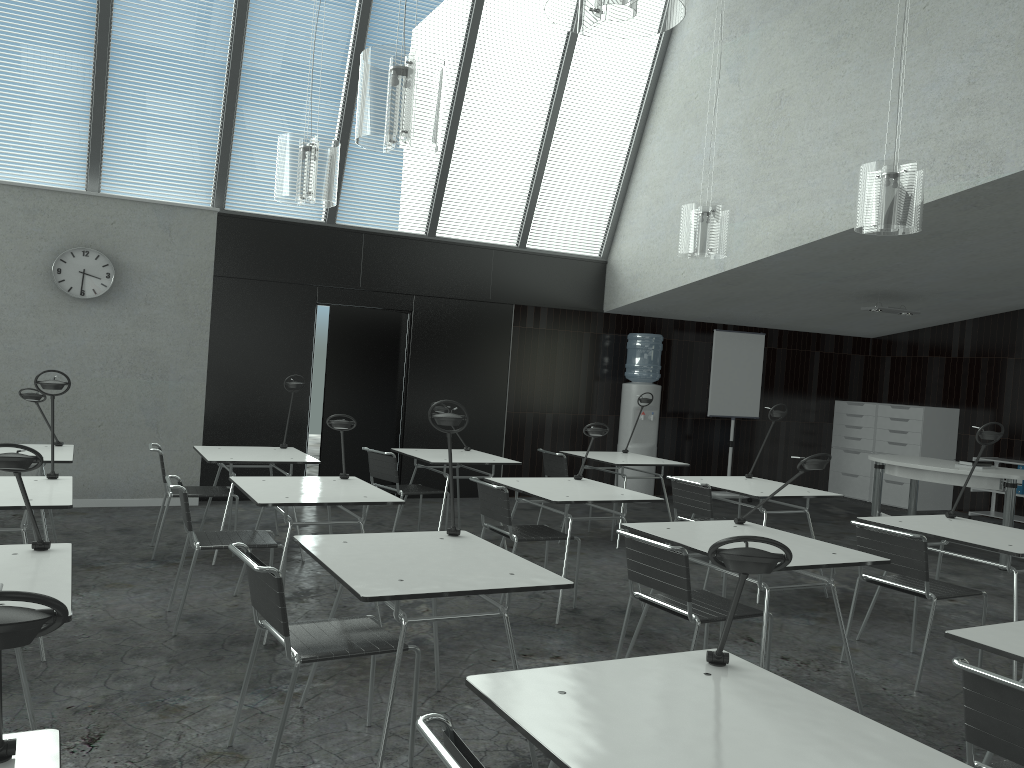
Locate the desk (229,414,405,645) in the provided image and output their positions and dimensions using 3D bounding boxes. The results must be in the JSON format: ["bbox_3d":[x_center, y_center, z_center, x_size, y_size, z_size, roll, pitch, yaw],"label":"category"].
[{"bbox_3d":[-1.027,0.735,4.529,0.700,1.153,0.900,3,1,-26],"label":"desk"}]

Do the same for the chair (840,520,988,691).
[{"bbox_3d":[1.903,1.123,4.197,0.555,0.765,0.428,3,1,-29],"label":"chair"}]

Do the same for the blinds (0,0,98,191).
[{"bbox_3d":[-3.549,-3.211,6.550,0.889,2.949,1.094,3,1,-26],"label":"blinds"}]

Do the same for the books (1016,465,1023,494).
[{"bbox_3d":[5.319,1.096,9.145,0.262,0.320,0.072,3,1,-26],"label":"books"}]

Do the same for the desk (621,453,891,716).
[{"bbox_3d":[0.987,0.879,3.758,0.700,1.153,0.900,3,1,-26],"label":"desk"}]

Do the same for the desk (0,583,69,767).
[{"bbox_3d":[-0.896,0.807,0.979,0.700,1.153,0.900,3,1,-27],"label":"desk"}]

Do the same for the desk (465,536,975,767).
[{"bbox_3d":[0.397,0.879,1.663,0.700,1.153,0.900,3,1,-26],"label":"desk"}]

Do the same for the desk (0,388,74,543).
[{"bbox_3d":[-3.020,0.591,5.305,0.700,1.153,0.900,3,1,-26],"label":"desk"}]

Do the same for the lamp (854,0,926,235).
[{"bbox_3d":[2.227,-2.131,5.067,0.359,2.307,0.350,3,1,-26],"label":"lamp"}]

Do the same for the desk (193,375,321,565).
[{"bbox_3d":[-1.737,0.578,5.972,0.700,1.321,0.900,3,1,-25],"label":"desk"}]

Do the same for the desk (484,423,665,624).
[{"bbox_3d":[0.327,0.812,5.132,0.700,1.153,0.900,3,1,-26],"label":"desk"}]

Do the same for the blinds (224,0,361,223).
[{"bbox_3d":[-1.780,-3.112,7.431,0.889,2.949,1.094,3,1,-26],"label":"blinds"}]

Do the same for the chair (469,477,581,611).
[{"bbox_3d":[0.054,0.989,4.992,0.555,0.765,0.428,3,1,-26],"label":"chair"}]

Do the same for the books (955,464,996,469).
[{"bbox_3d":[3.804,0.748,7.282,0.297,0.021,0.210,3,1,-43],"label":"books"}]

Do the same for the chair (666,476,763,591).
[{"bbox_3d":[1.283,1.056,5.667,0.555,0.765,0.428,3,1,-27],"label":"chair"}]

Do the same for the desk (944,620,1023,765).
[{"bbox_3d":[1.724,0.870,2.265,0.700,1.321,0.900,3,1,-28],"label":"desk"}]

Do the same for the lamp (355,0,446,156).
[{"bbox_3d":[-0.412,-2.279,3.753,0.359,2.307,0.350,3,1,-26],"label":"lamp"}]

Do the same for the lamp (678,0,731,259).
[{"bbox_3d":[1.504,-2.476,6.560,0.359,2.848,0.350,3,1,-26],"label":"lamp"}]

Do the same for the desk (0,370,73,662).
[{"bbox_3d":[-2.327,0.577,3.906,0.700,1.321,0.900,3,1,-26],"label":"desk"}]

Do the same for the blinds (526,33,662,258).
[{"bbox_3d":[0.875,-2.979,8.745,0.889,2.982,1.106,3,1,-26],"label":"blinds"}]

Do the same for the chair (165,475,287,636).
[{"bbox_3d":[-1.417,0.905,4.349,0.555,0.765,0.428,3,1,-24],"label":"chair"}]

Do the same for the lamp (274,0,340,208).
[{"bbox_3d":[-1.136,-2.624,5.246,0.359,2.848,0.350,3,1,-26],"label":"lamp"}]

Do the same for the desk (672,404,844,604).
[{"bbox_3d":[1.578,0.797,5.810,0.700,1.321,0.900,3,1,-25],"label":"desk"}]

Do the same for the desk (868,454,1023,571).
[{"bbox_3d":[3.651,1.156,7.374,0.910,0.818,1.600,3,1,-31],"label":"desk"}]

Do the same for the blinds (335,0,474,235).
[{"bbox_3d":[-0.898,-3.062,7.870,0.889,2.949,1.094,3,1,-26],"label":"blinds"}]

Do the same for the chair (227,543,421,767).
[{"bbox_3d":[-0.629,0.982,2.896,0.555,0.765,0.428,3,1,-31],"label":"chair"}]

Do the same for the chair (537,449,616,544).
[{"bbox_3d":[0.498,0.980,7.078,0.555,0.765,0.428,3,1,-25],"label":"chair"}]

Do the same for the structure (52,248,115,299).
[{"bbox_3d":[-3.405,-0.976,7.050,0.446,0.446,0.077,3,1,-26],"label":"structure"}]

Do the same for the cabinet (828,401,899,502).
[{"bbox_3d":[4.371,0.902,10.857,0.587,1.292,0.639,3,1,-26],"label":"cabinet"}]

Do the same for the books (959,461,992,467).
[{"bbox_3d":[3.780,0.722,7.244,0.183,0.032,0.164,3,1,-13],"label":"books"}]

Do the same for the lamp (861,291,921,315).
[{"bbox_3d":[3.883,-2.578,8.790,0.600,3.595,0.212,3,1,-26],"label":"lamp"}]

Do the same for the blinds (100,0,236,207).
[{"bbox_3d":[-2.664,-3.161,6.990,0.889,2.949,1.094,3,1,-26],"label":"blinds"}]

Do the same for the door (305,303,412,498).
[{"bbox_3d":[-1.413,0.207,8.315,0.940,2.020,0.365,3,1,-26],"label":"door"}]

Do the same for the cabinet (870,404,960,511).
[{"bbox_3d":[4.658,0.932,10.277,0.587,1.292,0.639,3,1,-26],"label":"cabinet"}]

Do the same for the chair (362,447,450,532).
[{"bbox_3d":[-0.785,0.908,6.427,0.555,0.765,0.428,3,1,-38],"label":"chair"}]

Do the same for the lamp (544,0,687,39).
[{"bbox_3d":[0.319,-1.930,2.246,0.359,1.761,0.350,3,1,-26],"label":"lamp"}]

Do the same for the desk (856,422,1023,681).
[{"bbox_3d":[2.297,0.869,4.380,0.700,1.321,0.900,3,1,-26],"label":"desk"}]

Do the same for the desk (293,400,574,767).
[{"bbox_3d":[-0.311,0.723,3.054,0.700,1.321,0.900,3,1,-26],"label":"desk"}]

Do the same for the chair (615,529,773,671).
[{"bbox_3d":[0.718,1.057,3.587,0.555,0.765,0.428,3,1,-30],"label":"chair"}]

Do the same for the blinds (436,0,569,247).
[{"bbox_3d":[-0.010,-3.029,8.304,0.889,2.982,1.106,3,1,-26],"label":"blinds"}]

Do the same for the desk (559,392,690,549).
[{"bbox_3d":[0.899,0.727,7.248,0.700,1.321,0.900,3,1,-26],"label":"desk"}]

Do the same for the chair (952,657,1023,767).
[{"bbox_3d":[1.336,1.124,2.073,0.555,0.765,0.428,3,1,-28],"label":"chair"}]

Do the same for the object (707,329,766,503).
[{"bbox_3d":[2.458,0.395,9.872,0.560,2.091,0.553,4,1,27],"label":"object"}]

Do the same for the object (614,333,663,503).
[{"bbox_3d":[1.355,0.394,9.436,0.436,1.967,0.436,3,1,-37],"label":"object"}]

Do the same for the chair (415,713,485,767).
[{"bbox_3d":[0.124,1.056,1.523,0.555,0.765,0.428,3,1,-24],"label":"chair"}]

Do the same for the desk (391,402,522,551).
[{"bbox_3d":[-0.442,0.735,6.624,0.700,1.153,0.900,3,1,-26],"label":"desk"}]

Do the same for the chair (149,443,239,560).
[{"bbox_3d":[-2.091,0.835,5.786,0.555,0.765,0.428,3,1,-23],"label":"chair"}]

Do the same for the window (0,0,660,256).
[{"bbox_3d":[-4.444,-3.294,6.134,12.775,3.101,1.144,3,1,-26],"label":"window"}]

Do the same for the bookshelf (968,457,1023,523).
[{"bbox_3d":[5.261,1.266,9.226,0.403,0.739,0.817,3,1,-26],"label":"bookshelf"}]

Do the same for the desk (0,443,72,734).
[{"bbox_3d":[-1.595,0.736,2.413,0.700,1.153,0.900,3,1,-26],"label":"desk"}]
